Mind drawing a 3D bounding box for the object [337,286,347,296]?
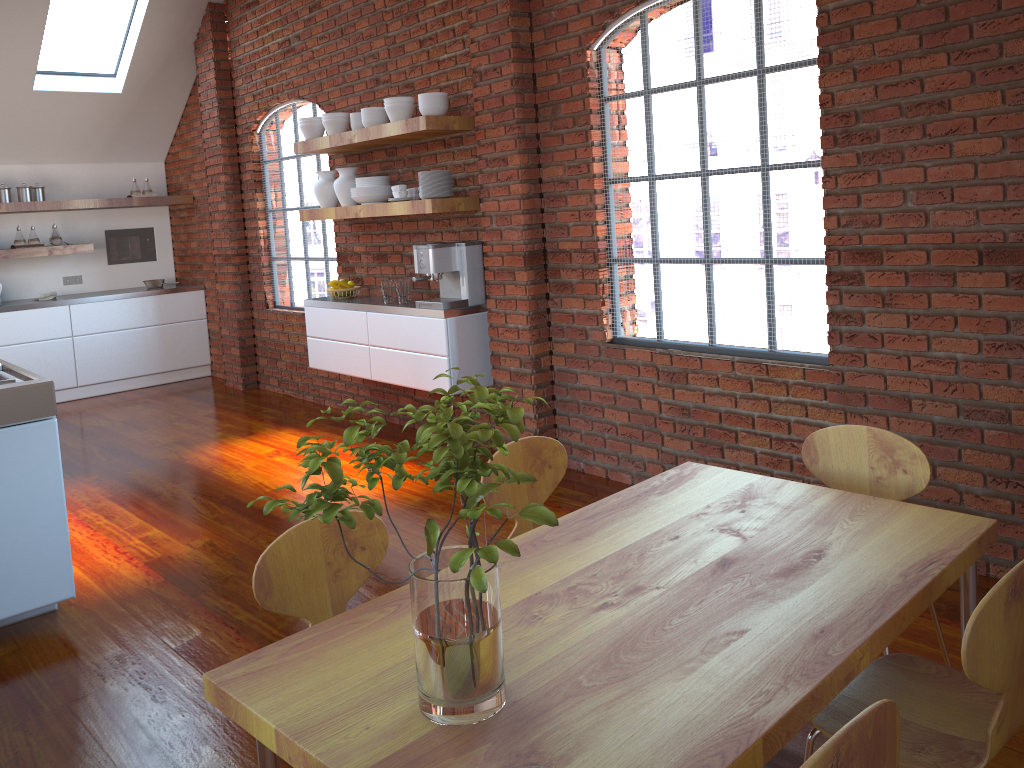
[{"bbox_3d":[-1.142,-0.623,5.926,0.077,0.065,0.077,-5,9,-7],"label":"object"}]

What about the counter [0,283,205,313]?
[{"bbox_3d":[-3.862,-0.767,7.868,2.004,0.044,0.718,-13,15,-40],"label":"counter"}]

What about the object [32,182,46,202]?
[{"bbox_3d":[-4.135,-1.669,7.671,0.129,0.175,0.128,3,10,44],"label":"object"}]

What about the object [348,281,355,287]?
[{"bbox_3d":[-1.089,-0.675,5.953,0.047,0.045,0.055,-4,9,1],"label":"object"}]

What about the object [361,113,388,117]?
[{"bbox_3d":[-0.841,-1.622,5.409,0.166,0.060,0.167,6,15,43],"label":"object"}]

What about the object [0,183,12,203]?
[{"bbox_3d":[-4.309,-1.615,7.458,0.129,0.175,0.128,3,10,44],"label":"object"}]

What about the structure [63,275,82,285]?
[{"bbox_3d":[-4.079,-0.962,8.161,0.162,0.079,0.033,-12,10,-40],"label":"structure"}]

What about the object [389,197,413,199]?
[{"bbox_3d":[-0.657,-1.097,5.215,0.153,0.012,0.156,-2,12,10],"label":"object"}]

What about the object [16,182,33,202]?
[{"bbox_3d":[-4.140,-1.630,7.476,0.129,0.175,0.128,3,10,44],"label":"object"}]

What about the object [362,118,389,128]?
[{"bbox_3d":[-0.839,-1.593,5.411,0.166,0.060,0.167,6,15,43],"label":"object"}]

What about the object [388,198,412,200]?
[{"bbox_3d":[-0.657,-1.093,5.215,0.153,0.012,0.156,-2,12,10],"label":"object"}]

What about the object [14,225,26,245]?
[{"bbox_3d":[-4.208,-1.261,7.517,0.093,0.189,0.094,-7,7,-28],"label":"object"}]

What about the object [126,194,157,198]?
[{"bbox_3d":[-3.440,-1.743,8.176,0.226,0.032,0.196,-14,15,-41],"label":"object"}]

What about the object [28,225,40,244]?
[{"bbox_3d":[-4.129,-1.280,7.591,0.093,0.190,0.094,-3,6,3],"label":"object"}]

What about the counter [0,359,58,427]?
[{"bbox_3d":[-3.022,-0.027,3.965,1.035,0.128,3.160,-13,15,-39],"label":"counter"}]

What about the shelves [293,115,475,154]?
[{"bbox_3d":[-0.844,-1.535,5.465,0.341,0.075,1.544,-13,15,-39],"label":"shelves"}]

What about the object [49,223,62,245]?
[{"bbox_3d":[-4.013,-1.315,7.730,0.094,0.190,0.203,-7,9,-31],"label":"object"}]

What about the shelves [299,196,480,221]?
[{"bbox_3d":[-0.814,-1.087,5.500,0.341,0.075,1.544,-13,15,-39],"label":"shelves"}]

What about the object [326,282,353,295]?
[{"bbox_3d":[-1.154,-0.637,5.888,0.176,0.093,0.065,-4,7,-4],"label":"object"}]

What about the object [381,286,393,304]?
[{"bbox_3d":[-0.763,-0.545,5.397,0.078,0.103,0.078,-5,7,-10],"label":"object"}]

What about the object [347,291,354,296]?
[{"bbox_3d":[-1.106,-0.632,5.984,0.070,0.068,0.069,-9,9,-31],"label":"object"}]

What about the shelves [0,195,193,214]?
[{"bbox_3d":[-3.937,-1.586,7.825,1.998,0.075,0.658,-13,15,-40],"label":"shelves"}]

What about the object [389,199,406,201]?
[{"bbox_3d":[-0.657,-1.088,5.216,0.153,0.012,0.156,-2,12,10],"label":"object"}]

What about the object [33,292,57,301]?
[{"bbox_3d":[-4.068,-0.765,7.656,0.205,0.061,0.198,-7,11,-18],"label":"object"}]

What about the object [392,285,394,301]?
[{"bbox_3d":[-0.774,-0.569,5.525,0.077,0.103,0.079,-1,7,20],"label":"object"}]

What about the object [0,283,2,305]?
[{"bbox_3d":[-4.385,-0.766,7.343,0.302,0.236,0.183,-5,7,-9],"label":"object"}]

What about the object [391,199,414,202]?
[{"bbox_3d":[-0.656,-1.084,5.216,0.153,0.012,0.156,-2,12,10],"label":"object"}]

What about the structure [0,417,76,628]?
[{"bbox_3d":[-2.987,0.420,4.006,1.034,0.756,3.136,-11,13,-39],"label":"structure"}]

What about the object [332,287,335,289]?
[{"bbox_3d":[-1.195,-0.656,5.945,0.045,0.052,0.052,2,10,38],"label":"object"}]

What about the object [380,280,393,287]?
[{"bbox_3d":[-0.765,-0.583,5.394,0.078,0.103,0.078,-5,7,-10],"label":"object"}]

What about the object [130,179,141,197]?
[{"bbox_3d":[-3.484,-1.816,8.133,0.093,0.189,0.094,-7,7,-28],"label":"object"}]

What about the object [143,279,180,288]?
[{"bbox_3d":[-3.308,-0.939,8.260,0.348,0.073,0.197,3,12,30],"label":"object"}]

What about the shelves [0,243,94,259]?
[{"bbox_3d":[-4.255,-1.126,7.558,1.077,0.075,0.658,-13,15,-40],"label":"shelves"}]

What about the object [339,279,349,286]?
[{"bbox_3d":[-1.140,-0.682,5.969,0.070,0.061,0.069,-7,9,-24],"label":"object"}]

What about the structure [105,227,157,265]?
[{"bbox_3d":[-3.676,-1.334,8.499,0.461,0.331,0.013,-11,8,-40],"label":"structure"}]

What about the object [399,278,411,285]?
[{"bbox_3d":[-0.660,-0.601,5.452,0.078,0.103,0.078,-5,7,-10],"label":"object"}]

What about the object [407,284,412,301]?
[{"bbox_3d":[-0.658,-0.563,5.455,0.078,0.103,0.078,-5,7,-10],"label":"object"}]

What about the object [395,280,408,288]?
[{"bbox_3d":[-0.665,-0.573,5.312,0.078,0.103,0.078,-8,8,-28],"label":"object"}]

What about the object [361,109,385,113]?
[{"bbox_3d":[-0.842,-1.647,5.407,0.166,0.060,0.167,6,15,43],"label":"object"}]

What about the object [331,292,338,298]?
[{"bbox_3d":[-1.200,-0.606,5.939,0.046,0.045,0.056,-5,9,-7],"label":"object"}]

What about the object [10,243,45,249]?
[{"bbox_3d":[-4.163,-1.188,7.559,0.226,0.032,0.196,-14,15,-41],"label":"object"}]

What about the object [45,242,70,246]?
[{"bbox_3d":[-4.008,-1.233,7.735,0.196,0.032,0.225,-10,13,-30],"label":"object"}]

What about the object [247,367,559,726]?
[{"bbox_3d":[-0.141,0.245,1.335,0.426,0.515,0.394,-3,7,5],"label":"object"}]

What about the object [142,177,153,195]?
[{"bbox_3d":[-3.405,-1.835,8.207,0.093,0.190,0.094,-3,6,3],"label":"object"}]

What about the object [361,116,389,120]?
[{"bbox_3d":[-0.840,-1.609,5.410,0.166,0.060,0.167,6,15,43],"label":"object"}]
